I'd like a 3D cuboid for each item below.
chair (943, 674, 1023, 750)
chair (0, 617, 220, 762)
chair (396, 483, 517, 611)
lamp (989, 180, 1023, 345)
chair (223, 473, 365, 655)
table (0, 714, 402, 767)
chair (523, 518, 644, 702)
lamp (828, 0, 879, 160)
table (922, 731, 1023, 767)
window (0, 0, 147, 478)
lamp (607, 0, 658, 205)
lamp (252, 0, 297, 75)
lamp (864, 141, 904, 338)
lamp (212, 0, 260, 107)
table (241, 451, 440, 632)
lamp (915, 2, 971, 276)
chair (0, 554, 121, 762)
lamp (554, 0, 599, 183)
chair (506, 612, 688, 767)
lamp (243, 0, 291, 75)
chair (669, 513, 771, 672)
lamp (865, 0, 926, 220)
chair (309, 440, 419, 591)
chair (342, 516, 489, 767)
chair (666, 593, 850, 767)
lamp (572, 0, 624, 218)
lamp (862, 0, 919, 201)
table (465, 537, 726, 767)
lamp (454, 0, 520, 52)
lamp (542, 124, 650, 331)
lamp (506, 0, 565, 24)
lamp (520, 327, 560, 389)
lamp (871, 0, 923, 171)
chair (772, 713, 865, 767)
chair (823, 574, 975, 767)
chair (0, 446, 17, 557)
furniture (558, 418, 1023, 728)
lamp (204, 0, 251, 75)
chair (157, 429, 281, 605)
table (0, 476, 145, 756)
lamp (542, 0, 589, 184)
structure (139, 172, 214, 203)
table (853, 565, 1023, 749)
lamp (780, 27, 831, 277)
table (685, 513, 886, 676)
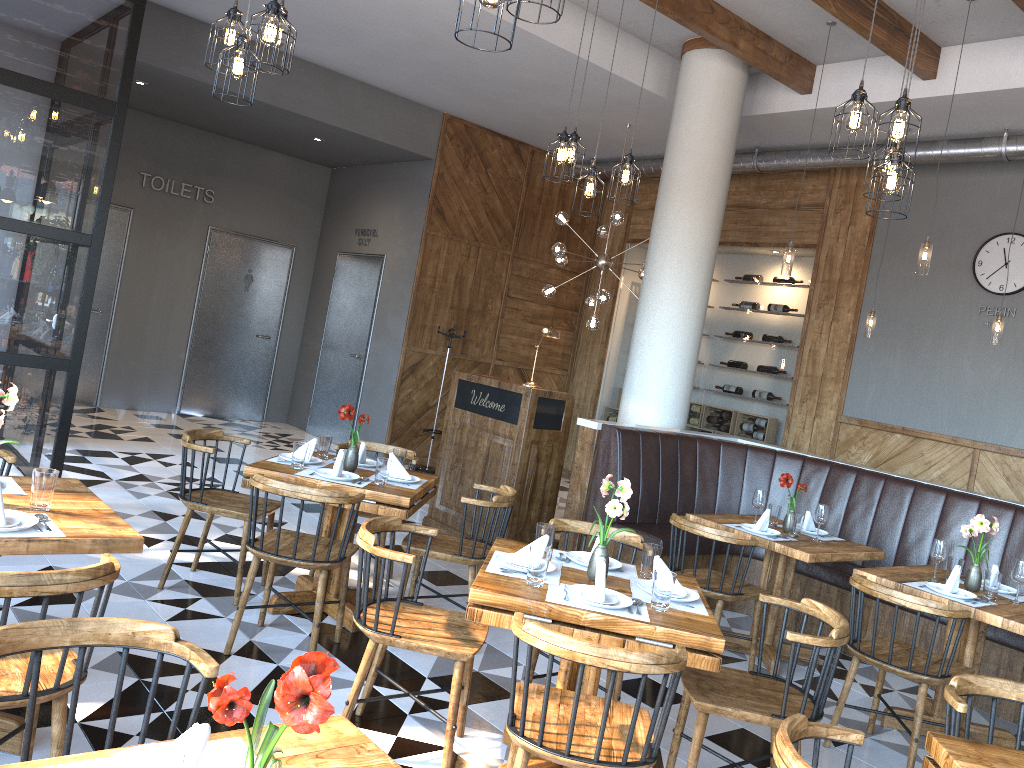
[{"bbox_3d":[1.486,1.347,2.542,0.520,0.817,0.549,10,1,5],"label":"chair"},{"bbox_3d":[-0.887,0.956,1.746,0.517,0.817,0.552,10,1,-40],"label":"chair"},{"bbox_3d":[-0.309,0.932,4.718,0.550,0.817,0.519,10,1,5],"label":"chair"},{"bbox_3d":[3.985,-1.278,6.997,0.078,1.964,0.078,10,0,36],"label":"lamp"},{"bbox_3d":[-0.997,0.834,4.133,0.520,0.817,0.549,10,1,5],"label":"chair"},{"bbox_3d":[-0.473,1.079,1.248,0.847,0.764,0.854,9,2,-40],"label":"table"},{"bbox_3d":[0.310,1.075,3.968,0.520,0.817,0.549,10,1,5],"label":"chair"},{"bbox_3d":[1.696,-2.048,3.978,0.175,2.071,0.174,10,0,33],"label":"lamp"},{"bbox_3d":[1.423,1.390,1.908,0.864,0.764,0.864,10,1,5],"label":"table"},{"bbox_3d":[-4.440,-1.227,5.962,2.718,3.548,2.194,9,1,-40],"label":"window"},{"bbox_3d":[0.869,-2.162,5.550,0.174,2.071,0.175,10,0,-30],"label":"lamp"},{"bbox_3d":[-0.983,-2.540,4.277,0.174,2.071,0.175,10,0,-28],"label":"lamp"},{"bbox_3d":[3.311,-1.374,7.803,0.078,1.964,0.078,10,0,-8],"label":"lamp"},{"bbox_3d":[-1.099,-2.317,4.059,0.174,2.071,0.175,10,0,-28],"label":"lamp"},{"bbox_3d":[-0.941,0.844,4.775,0.864,0.764,0.864,10,1,5],"label":"table"},{"bbox_3d":[2.955,-1.706,6.018,0.078,1.964,0.078,10,0,36],"label":"lamp"},{"bbox_3d":[-1.425,0.832,2.398,0.517,0.817,0.552,10,1,-40],"label":"chair"},{"bbox_3d":[0.532,-2.329,5.665,0.175,2.071,0.175,10,0,3],"label":"lamp"},{"bbox_3d":[0.198,1.110,2.683,0.520,0.817,0.549,10,1,5],"label":"chair"},{"bbox_3d":[-0.915,-2.411,3.909,0.175,2.071,0.174,10,0,29],"label":"lamp"},{"bbox_3d":[1.105,1.176,4.946,0.548,0.817,0.521,10,1,-40],"label":"chair"},{"bbox_3d":[1.880,-1.782,4.018,0.175,2.071,0.174,10,0,33],"label":"lamp"},{"bbox_3d":[-0.906,0.795,5.428,0.520,0.817,0.549,10,1,5],"label":"chair"},{"bbox_3d":[-0.378,0.977,3.382,0.550,0.817,0.519,10,1,5],"label":"chair"},{"bbox_3d":[0.886,1.208,3.269,0.550,0.817,0.519,10,1,5],"label":"chair"},{"bbox_3d":[0.636,-2.068,5.487,0.175,2.071,0.175,10,0,3],"label":"lamp"},{"bbox_3d":[1.953,-1.912,4.234,0.175,2.071,0.175,10,0,0],"label":"lamp"},{"bbox_3d":[0.247,1.118,3.334,0.864,0.764,0.864,10,1,5],"label":"table"},{"bbox_3d":[0.095,-2.043,2.651,0.176,2.071,0.174,10,0,44],"label":"lamp"},{"bbox_3d":[1.025,-1.636,9.256,1.188,2.192,1.160,10,1,11],"label":"lamp"},{"bbox_3d":[0.251,-2.200,2.825,0.175,2.071,0.174,10,0,33],"label":"lamp"},{"bbox_3d":[0.203,-0.078,6.853,0.170,0.756,0.444,10,1,25],"label":"lamp"},{"bbox_3d":[1.822,-1.961,3.822,0.175,2.071,0.174,10,0,22],"label":"lamp"},{"bbox_3d":[0.798,1.249,1.957,0.550,0.817,0.519,10,1,5],"label":"chair"},{"bbox_3d":[1.801,1.336,4.102,0.548,0.817,0.521,10,1,-40],"label":"chair"},{"bbox_3d":[-2.250,0.641,3.399,0.517,0.817,0.552,10,1,-40],"label":"chair"},{"bbox_3d":[3.183,1.395,4.556,1.911,1.150,6.614,9,3,-40],"label":"furniture"},{"bbox_3d":[-1.193,-2.518,4.233,0.174,2.071,0.175,10,0,-39],"label":"lamp"},{"bbox_3d":[-1.573,0.701,4.832,0.550,0.817,0.519,10,1,5],"label":"chair"},{"bbox_3d":[-1.835,0.764,2.901,0.847,0.764,0.854,9,2,-40],"label":"table"},{"bbox_3d":[0.456,-2.276,5.468,0.175,2.071,0.175,10,0,-8],"label":"lamp"},{"bbox_3d":[-4.073,-2.380,10.780,0.912,0.166,0.035,8,1,-40],"label":"structure"},{"bbox_3d":[2.278,1.432,4.503,0.847,0.764,0.854,9,2,-40],"label":"table"},{"bbox_3d":[2.280,-1.802,6.824,0.078,1.964,0.078,10,0,-8],"label":"lamp"},{"bbox_3d":[1.580,1.271,5.349,0.847,0.764,0.854,9,2,-40],"label":"table"}]
